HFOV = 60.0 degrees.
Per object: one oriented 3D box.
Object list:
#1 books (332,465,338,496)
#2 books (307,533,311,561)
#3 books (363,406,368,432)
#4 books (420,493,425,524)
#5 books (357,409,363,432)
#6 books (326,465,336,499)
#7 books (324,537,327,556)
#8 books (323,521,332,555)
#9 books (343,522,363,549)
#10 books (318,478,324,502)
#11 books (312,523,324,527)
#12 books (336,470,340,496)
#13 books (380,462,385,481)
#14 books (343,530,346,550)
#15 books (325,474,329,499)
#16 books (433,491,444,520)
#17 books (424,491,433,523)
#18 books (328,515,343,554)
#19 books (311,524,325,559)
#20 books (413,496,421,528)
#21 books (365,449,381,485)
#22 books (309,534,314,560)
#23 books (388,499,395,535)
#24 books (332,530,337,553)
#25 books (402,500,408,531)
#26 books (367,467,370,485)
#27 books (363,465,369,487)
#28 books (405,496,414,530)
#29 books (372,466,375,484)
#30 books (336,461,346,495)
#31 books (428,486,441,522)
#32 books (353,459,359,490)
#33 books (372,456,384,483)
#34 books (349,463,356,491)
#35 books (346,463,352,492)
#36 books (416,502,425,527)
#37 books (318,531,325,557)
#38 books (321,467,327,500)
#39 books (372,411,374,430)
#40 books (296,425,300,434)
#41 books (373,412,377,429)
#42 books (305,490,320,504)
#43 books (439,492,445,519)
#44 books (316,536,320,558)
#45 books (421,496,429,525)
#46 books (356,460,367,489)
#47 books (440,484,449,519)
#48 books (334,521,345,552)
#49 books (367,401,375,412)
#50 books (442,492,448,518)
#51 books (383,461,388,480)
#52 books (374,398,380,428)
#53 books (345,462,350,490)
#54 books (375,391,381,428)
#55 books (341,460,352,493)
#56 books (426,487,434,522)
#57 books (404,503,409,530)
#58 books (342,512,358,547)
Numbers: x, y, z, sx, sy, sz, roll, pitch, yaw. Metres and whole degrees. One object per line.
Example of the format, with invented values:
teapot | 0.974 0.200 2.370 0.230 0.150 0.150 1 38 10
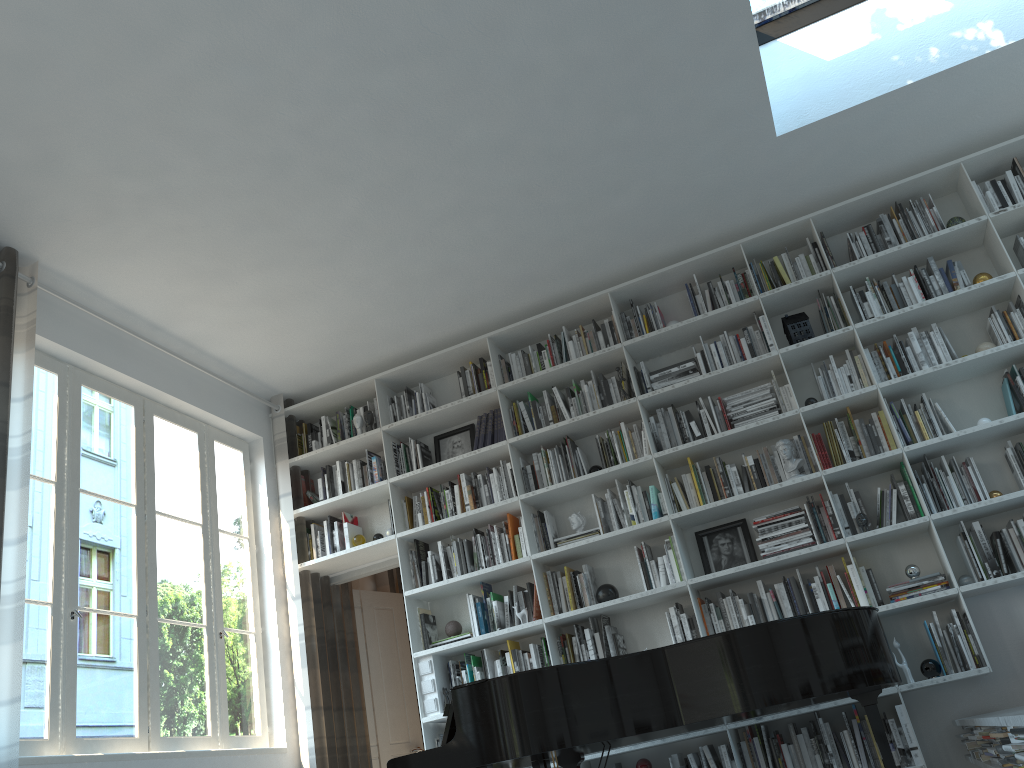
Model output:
books | -1.164 0.704 6.050 0.028 0.287 0.133 -19 -26 16
books | -1.314 1.127 5.940 0.013 0.227 0.179 -19 -26 16
books | -0.959 0.291 6.103 0.027 0.258 0.147 -19 -26 16
books | -0.537 0.842 5.720 0.010 0.261 0.151 -19 -26 16
books | -1.004 0.311 6.107 0.025 0.242 0.168 -19 -26 16
books | -1.195 0.707 6.036 0.023 0.281 0.186 -19 -26 16
books | -1.201 1.120 5.924 0.029 0.184 0.135 -19 -26 16
books | -1.193 1.064 5.922 0.022 0.280 0.157 -19 -26 16
books | -1.038 1.034 5.845 0.029 0.210 0.188 -19 -26 16
books | -1.262 0.769 6.061 0.034 0.217 0.167 -19 -26 16
books | -1.288 1.093 5.969 0.013 0.301 0.135 -19 -25 16
books | -1.136 0.717 6.032 0.024 0.238 0.156 -19 -26 16
books | -0.823 0.631 5.938 0.029 0.195 0.147 -19 -26 16
books | -1.062 1.067 5.881 0.029 0.190 0.135 -19 -26 16
books | -1.209 0.740 6.036 0.023 0.227 0.172 -19 -26 16
books | -0.440 0.816 5.693 0.047 0.248 0.134 -19 -26 16
books | -0.500 0.831 5.701 0.014 0.251 0.188 -19 -26 16
books | -1.155 1.033 5.892 0.013 0.295 0.188 -19 -26 16
books | -1.278 1.089 5.940 0.023 0.280 0.171 -19 -26 16
books | -0.590 0.866 5.743 0.062 0.257 0.153 -19 -26 16
books | -0.915 0.602 5.962 0.012 0.302 0.189 -19 -26 16
books | -1.301 1.126 5.936 0.013 0.221 0.163 -19 -26 16
books | -0.748 0.904 5.784 0.012 0.284 0.160 -19 -26 16
books | -1.123 1.078 5.878 0.024 0.192 0.181 -19 -26 16
books | -0.654 0.891 5.762 0.012 0.253 0.161 -19 -26 16
books | -0.915 0.663 5.968 0.029 0.197 0.144 -19 -26 16
books | -0.945 0.663 5.971 0.028 0.211 0.139 -19 -26 16
books | -0.630 0.871 5.740 0.012 0.262 0.181 -19 -26 16
books | -0.879 0.654 5.945 0.031 0.182 0.151 -19 -26 16
books | -1.121 0.677 6.010 0.021 0.284 0.179 -19 -26 16
books | -0.475 0.807 5.691 0.011 0.276 0.164 -19 -26 16
books | -1.008 0.654 5.981 0.025 0.260 0.167 -19 -26 16
books | -0.864 0.616 5.928 0.029 0.228 0.192 -19 -26 16
books | -1.037 0.673 5.989 0.022 0.243 0.174 -19 -26 16
books | -1.053 0.676 5.994 0.012 0.248 0.192 -19 -26 16
books | -0.553 0.872 5.697 0.026 0.194 0.176 -19 -26 16
books | -1.231 1.102 5.915 0.010 0.219 0.182 -19 -26 16
books | -1.247 0.727 6.073 0.012 0.295 0.163 -19 -26 16
books | -0.917 0.305 6.088 0.023 0.204 0.146 -19 -26 16
books | -1.481 0.452 6.271 0.012 0.306 0.181 -19 -26 16
books | -0.893 0.305 6.074 0.028 0.184 0.168 -19 -26 16
books | -1.324 0.815 6.083 0.121 0.175 0.130 -19 -26 16
books | -0.410 0.817 5.685 0.012 0.229 0.150 -19 -26 16
books | -1.244 1.121 5.922 0.029 0.196 0.161 -19 -26 16
books | -0.517 0.849 5.704 0.030 0.229 0.172 -19 -26 16
books | -0.982 0.649 5.971 0.030 0.249 0.166 -19 -26 16
books | -0.405 0.791 5.688 0.012 0.276 0.151 -19 -26 16
books | -1.104 1.042 5.862 0.021 0.236 0.189 -19 -26 16
books | -0.940 0.274 6.115 0.013 0.290 0.155 -19 -26 16
books | -0.392 0.809 5.661 0.014 0.217 0.164 -19 -26 16
books | -0.803 0.621 5.916 0.026 0.187 0.155 -19 -26 16
books | -0.880 0.252 6.088 0.022 0.285 0.176 -19 -26 16
books | -1.066 0.671 6.002 0.013 0.267 0.162 -19 -26 16
books | -0.870 0.222 6.089 0.014 0.336 0.168 -19 -26 16
books | -1.088 0.672 6.021 0.037 0.290 0.156 -19 -26 16
books | -0.486 0.814 5.706 0.020 0.279 0.165 -19 -26 16
books | -0.640 0.892 5.745 0.022 0.231 0.151 -19 -26 16
books | -1.060 1.006 5.880 0.013 0.297 0.179 -19 -26 16
